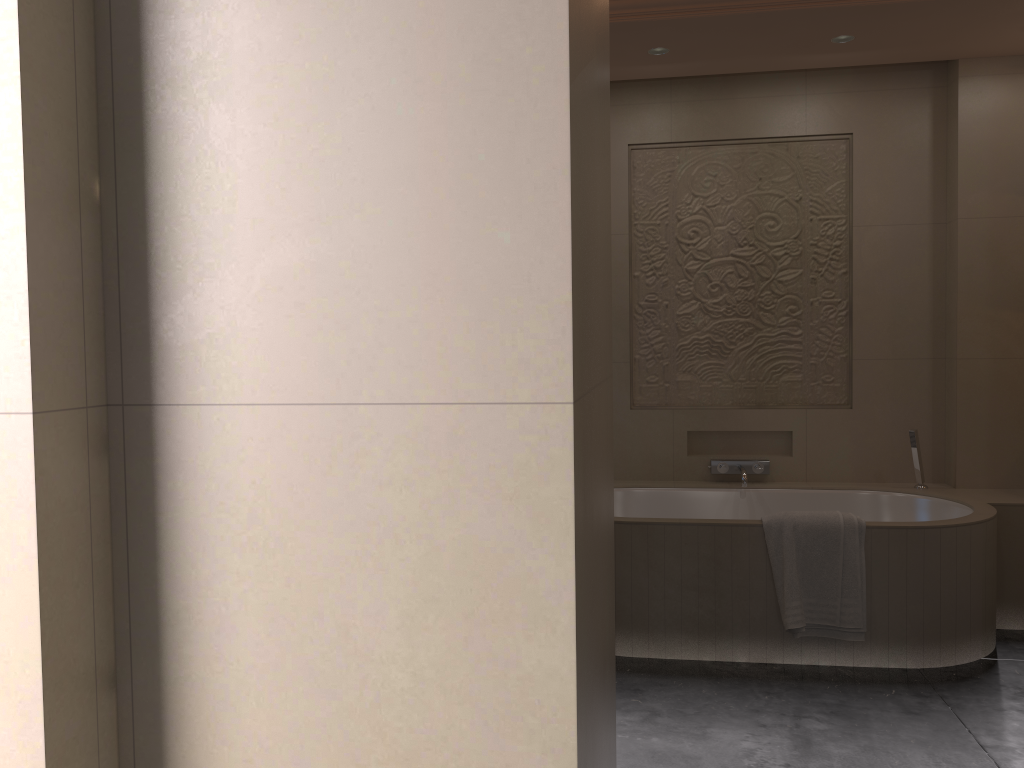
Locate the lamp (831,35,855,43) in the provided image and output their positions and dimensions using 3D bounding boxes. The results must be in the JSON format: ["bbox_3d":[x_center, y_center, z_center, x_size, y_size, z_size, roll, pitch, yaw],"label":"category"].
[{"bbox_3d":[1.395,-1.487,3.738,0.097,0.069,0.097,-1,2,6],"label":"lamp"}]

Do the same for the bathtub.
[{"bbox_3d":[1.049,0.777,3.892,2.662,0.540,1.060,0,2,9],"label":"bathtub"}]

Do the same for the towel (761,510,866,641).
[{"bbox_3d":[1.149,0.715,3.406,0.374,0.463,0.453,0,2,11],"label":"towel"}]

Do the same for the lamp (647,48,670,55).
[{"bbox_3d":[0.638,-1.481,3.860,0.097,0.069,0.097,0,3,26],"label":"lamp"}]

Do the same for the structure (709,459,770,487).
[{"bbox_3d":[1.103,0.429,4.276,0.290,0.097,0.259,0,2,9],"label":"structure"}]

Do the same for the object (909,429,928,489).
[{"bbox_3d":[1.882,0.346,4.110,0.114,0.280,0.059,-3,3,-36],"label":"object"}]
